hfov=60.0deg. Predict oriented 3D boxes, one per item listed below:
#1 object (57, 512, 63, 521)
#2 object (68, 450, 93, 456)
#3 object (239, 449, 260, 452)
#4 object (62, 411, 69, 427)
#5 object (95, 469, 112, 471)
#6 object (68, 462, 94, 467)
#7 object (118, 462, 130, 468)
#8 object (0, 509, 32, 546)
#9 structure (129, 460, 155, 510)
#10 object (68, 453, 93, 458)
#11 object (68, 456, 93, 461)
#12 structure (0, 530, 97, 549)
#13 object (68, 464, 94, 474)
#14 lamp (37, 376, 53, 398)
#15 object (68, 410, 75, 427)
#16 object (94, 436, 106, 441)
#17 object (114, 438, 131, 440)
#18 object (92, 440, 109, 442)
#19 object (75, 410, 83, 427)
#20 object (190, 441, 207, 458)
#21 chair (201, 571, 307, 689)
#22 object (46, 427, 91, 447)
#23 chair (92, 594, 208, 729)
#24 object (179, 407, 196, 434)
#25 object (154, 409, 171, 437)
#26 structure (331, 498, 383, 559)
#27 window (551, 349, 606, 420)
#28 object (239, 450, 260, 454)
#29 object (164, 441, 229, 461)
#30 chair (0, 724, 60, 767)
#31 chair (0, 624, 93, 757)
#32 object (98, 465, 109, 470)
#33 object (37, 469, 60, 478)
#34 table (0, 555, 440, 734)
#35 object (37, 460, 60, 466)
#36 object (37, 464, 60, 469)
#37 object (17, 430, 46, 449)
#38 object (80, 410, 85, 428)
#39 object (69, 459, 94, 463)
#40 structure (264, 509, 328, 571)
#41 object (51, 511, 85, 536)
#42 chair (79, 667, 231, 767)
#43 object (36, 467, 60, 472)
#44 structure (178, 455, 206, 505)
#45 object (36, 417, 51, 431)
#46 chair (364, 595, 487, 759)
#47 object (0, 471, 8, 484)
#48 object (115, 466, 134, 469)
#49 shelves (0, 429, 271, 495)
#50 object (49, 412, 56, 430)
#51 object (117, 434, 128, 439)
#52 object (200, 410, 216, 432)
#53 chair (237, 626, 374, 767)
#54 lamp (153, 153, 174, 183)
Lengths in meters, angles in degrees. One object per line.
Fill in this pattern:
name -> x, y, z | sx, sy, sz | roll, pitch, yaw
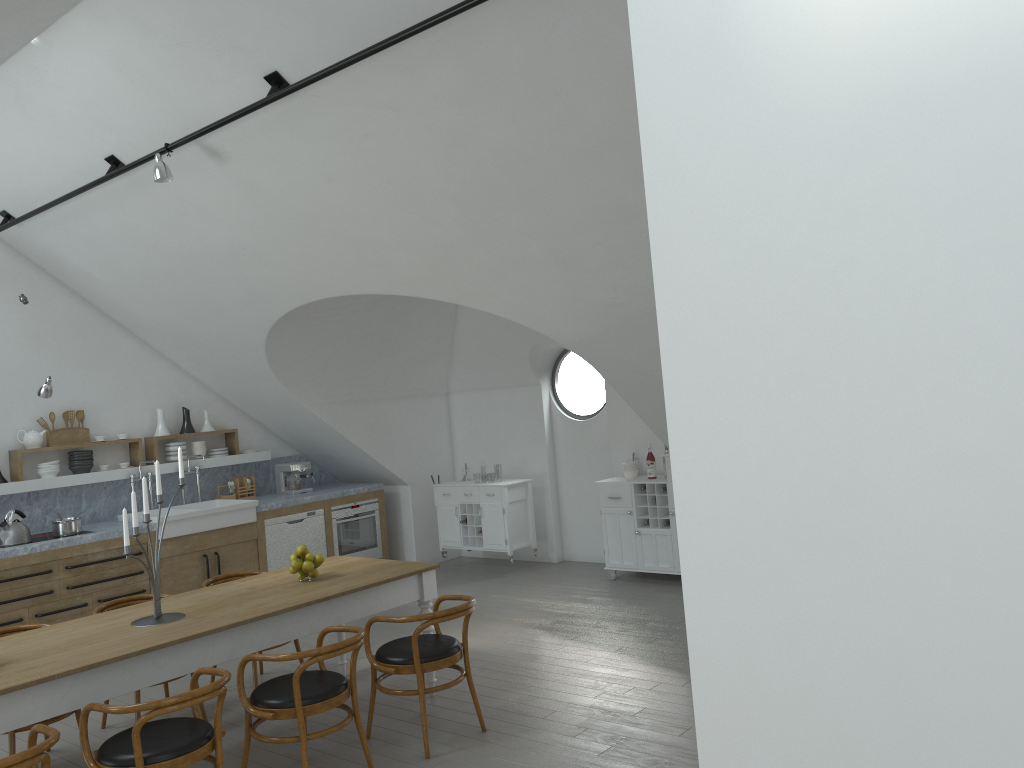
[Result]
object -> -3.738, 1.157, 7.384 | 0.235, 0.167, 0.051 | -6, -2, 35
object -> -3.889, 0.642, 7.992 | 0.205, 0.080, 0.206 | -6, -1, 43
object -> -2.761, 0.710, 9.315 | 0.213, 0.025, 0.213 | -5, -1, 28
object -> -3.997, 0.390, 7.965 | 0.040, 0.300, 0.061 | -7, -3, 38
object -> -3.754, 0.795, 8.154 | 0.164, 0.012, 0.163 | -5, -1, -32
object -> -3.879, 0.744, 7.981 | 0.205, 0.086, 0.205 | -5, -1, -12
object -> -3.632, 0.762, 8.302 | 0.098, 0.049, 0.098 | -6, -1, 38
object -> -3.970, 1.134, 7.055 | 0.246, 0.268, 0.246 | -4, -2, -40
structure -> -3.344, 0.971, 8.216 | 0.332, 0.530, 0.214 | -6, -2, 21
object -> -3.884, 0.669, 7.990 | 0.205, 0.084, 0.205 | -5, -1, -22
object -> -3.882, 0.694, 7.985 | 0.205, 0.072, 0.206 | -5, -1, 28
structure -> -3.892, 1.281, 7.249 | 0.646, 0.041, 0.738 | -6, -1, 40
object -> -3.877, 0.770, 7.980 | 0.205, 0.072, 0.206 | -5, -1, 28
lamp -> -3.736, 0.028, 7.121 | 0.168, 0.176, 0.112 | -6, -2, 32
object -> -3.960, 0.387, 7.979 | 0.019, 0.299, 0.057 | -7, -3, 40
object -> -3.790, 0.505, 8.154 | 0.098, 0.049, 0.098 | -6, -1, 38
object -> -3.649, 0.518, 8.317 | 0.164, 0.012, 0.163 | -5, -1, -32
object -> -3.788, 0.528, 8.153 | 0.164, 0.012, 0.163 | -5, -1, -32
object -> -3.921, 0.385, 8.029 | 0.039, 0.298, 0.068 | -7, -3, 40
object -> -3.125, 0.652, 8.842 | 0.158, 0.160, 0.154 | -4, -2, -22
chair -> -1.751, 1.664, 5.948 | 0.620, 0.736, 0.527 | -6, -2, 37
object -> -3.983, 0.468, 7.955 | 0.084, 0.158, 0.354 | -7, -2, 40
chair -> -2.225, 1.699, 5.402 | 0.620, 0.736, 0.528 | -7, -2, 43
object -> -3.235, 0.358, 8.816 | 0.156, 0.268, 0.156 | -7, -3, 44
object -> -3.407, 0.371, 8.617 | 0.156, 0.268, 0.156 | -6, -2, 29
structure -> -1.833, 1.574, 9.439 | 0.630, 0.637, 0.633 | -6, -2, 40
window -> 0.749, -0.028, 9.265 | 0.898, 0.901, 0.060 | -6, -3, 40
object -> -2.760, 0.719, 9.315 | 0.213, 0.025, 0.213 | -5, -1, 28
object -> -3.144, 0.657, 8.857 | 0.197, 0.196, 0.657 | -6, -1, 40
chair -> -1.900, 1.645, 3.154 | 0.620, 0.736, 0.528 | -7, -2, 44
chair -> -2.649, 1.729, 4.807 | 0.620, 0.736, 0.527 | -6, -2, 37
object -> -3.756, 0.771, 8.155 | 0.098, 0.049, 0.098 | -6, -1, 38
object -> -4.059, 0.788, 7.763 | 0.181, 0.064, 0.181 | -5, -1, -27
table -> -1.875, 1.623, 4.499 | 1.017, 0.800, 3.351 | -6, -1, 40
object -> -4.063, 0.713, 7.769 | 0.181, 0.076, 0.180 | -5, -1, -12
object -> -4.061, 0.742, 7.767 | 0.181, 0.069, 0.181 | -4, -1, -32
object -> -4.177, 0.477, 7.714 | 0.174, 0.169, 0.168 | -6, -2, 24
object -> -3.910, 0.384, 8.069 | 0.030, 0.294, 0.057 | -7, -3, 40
object -> -3.875, 0.716, 7.980 | 0.205, 0.086, 0.205 | -5, -1, -7
structure -> -2.315, 1.705, 8.861 | 0.597, 0.824, 0.724 | -6, -2, 40
object -> -3.659, 1.176, 7.422 | 0.232, 0.170, 0.394 | -5, -1, 20
chair -> -1.462, 1.614, 3.735 | 0.620, 0.736, 0.527 | -6, -2, 40
object -> -4.061, 0.765, 7.764 | 0.181, 0.065, 0.181 | -5, -1, -12
structure -> -3.029, 0.948, 8.589 | 0.332, 0.530, 0.214 | -6, -2, 21
object -> -4.094, 0.414, 7.844 | 0.199, 0.259, 0.016 | -4, -3, -39
chair -> -0.462, 1.539, 4.788 | 0.620, 0.736, 0.528 | -7, -2, 43
object -> -4.340, 0.729, 7.472 | 0.156, 0.219, 0.156 | -6, -2, 22
object -> -3.630, 0.786, 8.301 | 0.164, 0.012, 0.163 | -5, -1, -32
shelves -> -4.369, 0.251, 7.286 | 0.479, 1.363, 5.553 | -6, -1, 35
object -> -4.074, 0.395, 7.875 | 0.027, 0.299, 0.055 | -7, -3, 40
object -> -3.651, 0.495, 8.318 | 0.098, 0.049, 0.098 | -6, -1, 38
object -> -3.095, 0.373, 8.992 | 0.156, 0.219, 0.156 | -6, -2, 22
chair -> -0.981, 1.578, 4.281 | 0.620, 0.736, 0.527 | -6, -2, 35
lamp -> -2.149, -1.333, 5.455 | 0.112, 0.175, 0.114 | -5, -2, 3
